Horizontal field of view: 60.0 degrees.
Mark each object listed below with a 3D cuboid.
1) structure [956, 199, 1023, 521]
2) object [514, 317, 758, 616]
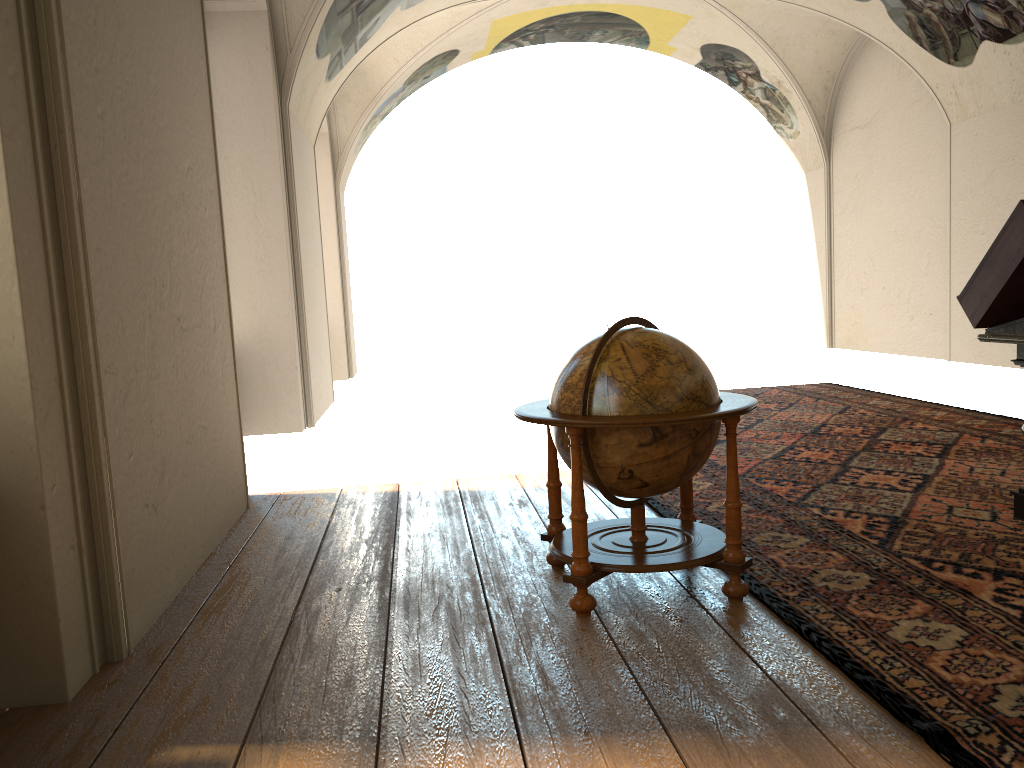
[{"bbox_3d":[3.591,-0.072,4.863,1.245,1.985,1.887,-4,6,-6],"label":"structure"},{"bbox_3d":[0.662,0.366,4.755,1.278,1.452,1.276,1,7,31],"label":"object"}]
